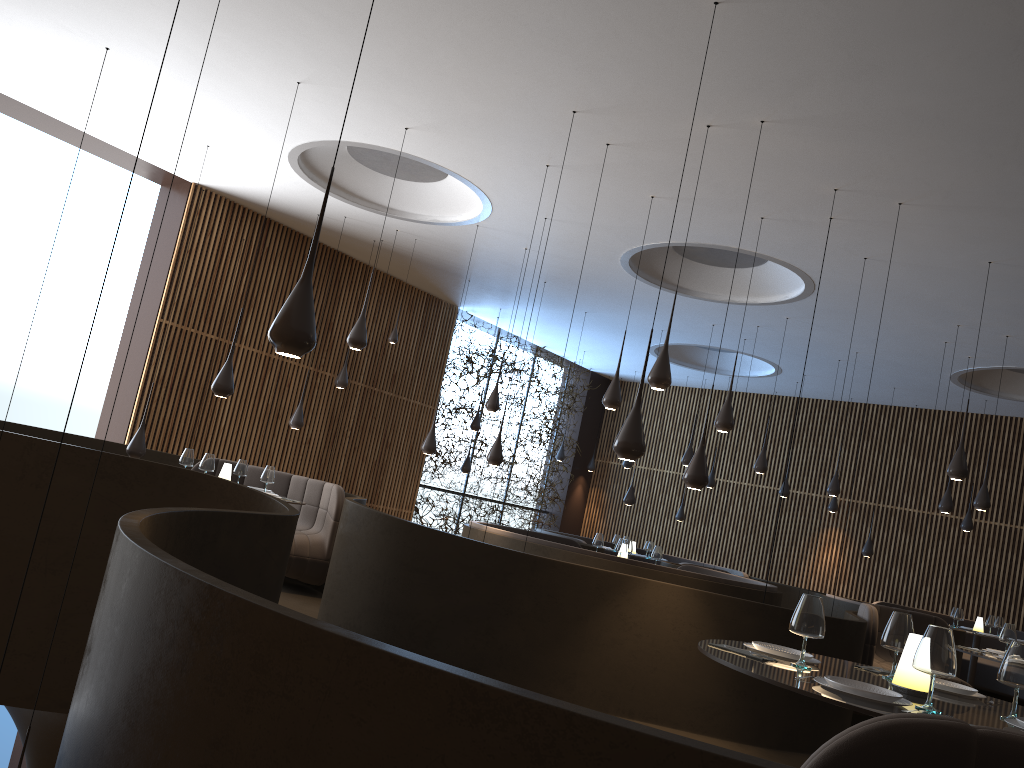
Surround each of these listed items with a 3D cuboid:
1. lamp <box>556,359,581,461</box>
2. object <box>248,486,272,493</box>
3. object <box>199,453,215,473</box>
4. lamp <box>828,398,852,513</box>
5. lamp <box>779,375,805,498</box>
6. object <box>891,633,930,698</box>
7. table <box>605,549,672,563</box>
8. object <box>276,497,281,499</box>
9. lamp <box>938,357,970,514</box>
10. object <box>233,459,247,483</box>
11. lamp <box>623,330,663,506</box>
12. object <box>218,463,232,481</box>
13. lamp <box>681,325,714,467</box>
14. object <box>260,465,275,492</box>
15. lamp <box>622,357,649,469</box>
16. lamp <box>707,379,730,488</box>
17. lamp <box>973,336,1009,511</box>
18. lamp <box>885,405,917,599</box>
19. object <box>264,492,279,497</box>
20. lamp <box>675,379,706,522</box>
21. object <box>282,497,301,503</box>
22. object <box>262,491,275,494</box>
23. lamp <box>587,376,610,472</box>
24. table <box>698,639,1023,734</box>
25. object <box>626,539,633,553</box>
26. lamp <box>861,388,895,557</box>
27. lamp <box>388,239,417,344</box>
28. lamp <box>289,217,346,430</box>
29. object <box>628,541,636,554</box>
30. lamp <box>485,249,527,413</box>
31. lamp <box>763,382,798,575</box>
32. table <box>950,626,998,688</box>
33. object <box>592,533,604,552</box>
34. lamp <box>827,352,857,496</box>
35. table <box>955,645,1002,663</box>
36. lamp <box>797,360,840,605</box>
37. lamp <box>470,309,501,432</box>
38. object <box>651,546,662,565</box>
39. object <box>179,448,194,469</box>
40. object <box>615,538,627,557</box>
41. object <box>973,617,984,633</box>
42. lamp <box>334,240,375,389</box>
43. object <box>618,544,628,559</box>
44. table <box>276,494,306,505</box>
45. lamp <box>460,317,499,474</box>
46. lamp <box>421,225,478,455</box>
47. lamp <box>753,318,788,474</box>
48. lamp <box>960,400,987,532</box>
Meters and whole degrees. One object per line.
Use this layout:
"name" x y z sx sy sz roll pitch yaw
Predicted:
"lamp" 1.235 0.552 18.901 0.196 2.218 0.196 15 -7 -26
"object" -2.667 1.120 9.367 0.263 0.029 0.264 11 -8 4
"object" -2.947 0.817 8.549 0.141 0.294 0.142 7 -8 35
"lamp" 6.320 1.360 16.976 0.195 2.218 0.196 9 -7 23
"lamp" 5.022 0.919 15.769 0.195 2.218 0.196 9 -7 23
"object" 1.604 1.116 3.530 0.142 0.231 0.145 10 -7 16
"table" 2.078 3.603 16.114 1.672 1.021 1.677 12 -7 -1
"object" -2.415 1.086 8.666 0.331 0.014 0.333 11 -8 9
"lamp" 6.217 0.702 12.374 0.196 2.218 0.196 14 -7 -16
"object" -2.856 0.941 9.308 0.142 0.294 0.142 11 -7 6
"lamp" 2.205 0.544 14.636 0.195 2.953 0.197 8 -7 33
"object" -2.874 0.911 8.889 0.143 0.231 0.144 16 -8 -30
"lamp" 2.884 0.169 13.585 0.196 2.218 0.196 14 -7 -16
"object" -2.458 0.970 8.903 0.141 0.294 0.142 6 -9 41
"lamp" 2.397 0.516 16.865 0.195 2.218 0.196 9 -7 23
"lamp" 4.075 0.942 17.379 0.195 2.218 0.196 9 -7 23
"lamp" 6.011 0.479 11.047 0.196 2.218 0.196 14 -7 -16
"lamp" 6.859 3.437 16.107 0.196 6.259 0.195 17 -8 -36
"object" -2.413 1.077 8.668 0.263 0.029 0.264 10 -8 15
"lamp" 3.699 1.345 18.142 0.195 2.953 0.196 9 -7 23
"object" -2.256 1.162 8.914 0.261 0.017 0.127 7 -9 31
"object" -2.669 1.130 9.366 0.331 0.014 0.333 8 -9 29
"lamp" 2.011 0.907 20.282 0.196 2.218 0.196 15 -7 -26
"table" 1.475 1.725 3.462 1.679 1.021 1.670 19 -10 -43
"object" 1.503 2.175 11.566 0.142 0.294 0.142 16 -8 -30
"lamp" 6.344 1.503 15.247 0.195 2.953 0.196 9 -7 23
"lamp" -1.504 -1.299 12.369 0.133 1.504 0.133 8 -7 33
"lamp" -2.574 -0.842 11.921 0.195 2.953 0.196 9 -7 23
"object" 2.207 2.994 16.182 0.142 0.231 0.145 10 -7 18
"lamp" -0.042 -0.715 11.663 0.195 2.218 0.197 8 -7 33
"lamp" 4.711 3.010 16.301 0.196 6.259 0.195 17 -8 -36
"table" 6.682 4.125 12.861 1.669 1.021 1.680 8 -8 28
"object" 1.099 2.059 11.344 0.142 0.294 0.142 11 -7 5
"lamp" 5.045 0.601 13.432 0.196 2.218 0.196 14 -7 -16
"table" 4.502 2.910 7.405 1.675 1.021 1.674 14 -8 -17
"lamp" 4.619 2.661 13.917 0.196 6.259 0.195 17 -8 -36
"lamp" -0.430 -0.253 15.622 0.196 2.218 0.196 14 -7 -16
"object" 1.801 2.166 11.047 0.142 0.294 0.142 11 -7 9
"object" -3.269 0.797 8.896 0.142 0.294 0.142 11 -7 11
"object" 1.324 2.026 10.766 0.142 0.294 0.142 12 -7 0
"object" 6.811 3.517 12.929 0.142 0.231 0.145 8 -8 30
"lamp" -2.241 -1.019 12.857 0.196 2.218 0.196 15 -7 -26
"object" 1.401 2.130 11.169 0.145 0.231 0.142 17 -8 -36
"table" -3.003 1.520 8.821 1.669 1.021 1.680 8 -8 30
"lamp" -0.556 0.195 16.335 0.196 2.953 0.196 14 -7 -16
"lamp" -0.737 -0.571 11.073 0.196 2.953 0.196 13 -6 -7
"lamp" 3.641 0.153 12.340 0.196 2.218 0.196 14 -7 -16
"lamp" 7.740 1.356 14.777 0.195 2.218 0.196 10 -6 13
